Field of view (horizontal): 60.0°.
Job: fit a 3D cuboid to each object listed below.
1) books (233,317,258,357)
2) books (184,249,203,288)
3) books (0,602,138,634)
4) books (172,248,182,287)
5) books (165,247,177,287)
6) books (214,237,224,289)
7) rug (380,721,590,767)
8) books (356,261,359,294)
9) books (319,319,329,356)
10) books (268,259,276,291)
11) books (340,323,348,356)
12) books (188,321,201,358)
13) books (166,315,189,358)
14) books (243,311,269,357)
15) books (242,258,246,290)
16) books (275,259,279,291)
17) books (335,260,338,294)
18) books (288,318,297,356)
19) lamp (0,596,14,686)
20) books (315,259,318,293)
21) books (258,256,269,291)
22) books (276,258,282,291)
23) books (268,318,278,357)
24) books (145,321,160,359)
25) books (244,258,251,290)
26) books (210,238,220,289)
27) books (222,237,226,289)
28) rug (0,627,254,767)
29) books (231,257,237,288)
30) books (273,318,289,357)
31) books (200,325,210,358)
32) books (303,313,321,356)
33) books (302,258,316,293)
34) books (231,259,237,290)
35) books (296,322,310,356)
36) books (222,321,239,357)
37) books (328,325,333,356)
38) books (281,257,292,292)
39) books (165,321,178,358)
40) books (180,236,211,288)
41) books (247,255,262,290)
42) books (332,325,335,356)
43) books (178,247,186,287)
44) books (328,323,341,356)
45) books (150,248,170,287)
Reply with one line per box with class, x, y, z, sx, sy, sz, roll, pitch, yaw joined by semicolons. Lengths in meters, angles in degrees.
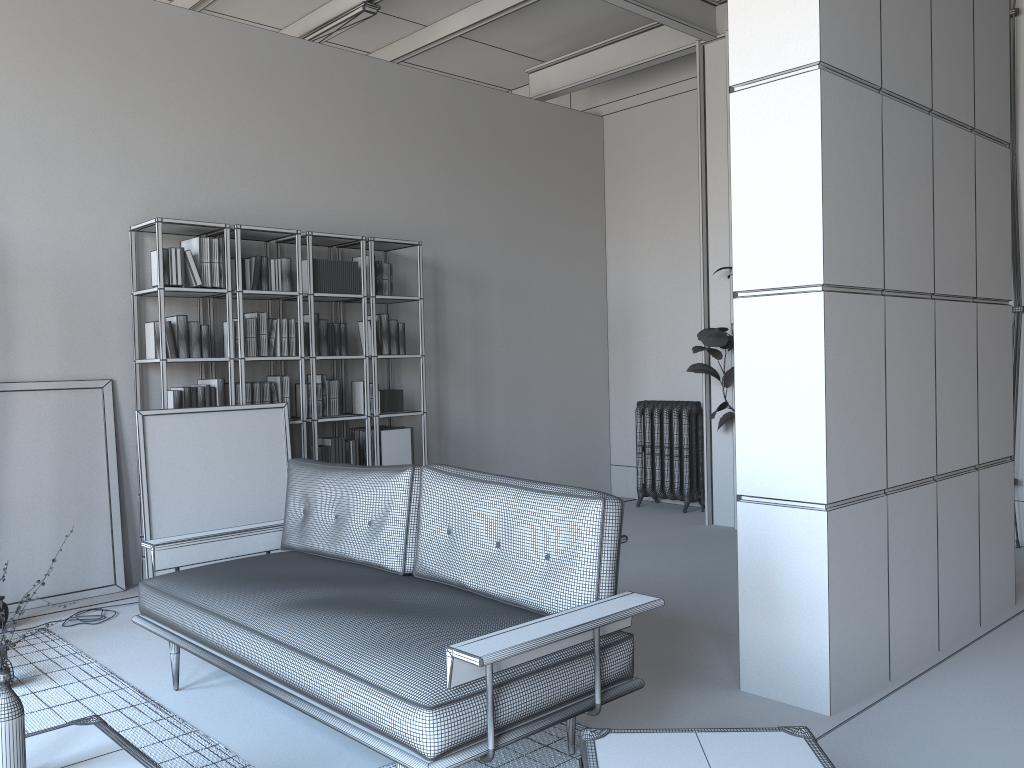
books;-1.755;-0.301;5.814;0.091;0.265;0.193;-3;2;-43
books;-2.003;-0.707;5.478;0.107;0.229;0.184;-3;2;-43
books;-2.563;0.242;4.390;0.264;2.162;2.306;-1;2;25
books;-2.069;-0.707;5.417;0.032;0.231;0.179;-3;2;-43
books;-2.092;-0.706;5.395;0.032;0.231;0.179;-3;2;-43
books;-1.916;-0.761;5.656;0.027;0.326;0.272;-3;2;-43
rug;0.233;1.308;1.897;1.961;0.007;2.524;-3;2;-43
books;-1.146;-0.745;6.303;0.016;0.240;0.182;-3;2;-43
books;-1.382;-0.320;6.269;0.091;0.266;0.195;-3;2;-43
books;-1.648;-0.715;5.944;0.035;0.229;0.196;-3;2;-43
books;-1.256;-0.315;6.399;0.057;0.244;0.180;-3;2;-43
books;-2.040;-0.271;5.610;0.083;0.242;0.178;-3;2;-43
books;-2.088;-0.287;5.540;0.065;0.278;0.204;-3;2;-43
books;-1.703;-0.325;5.890;0.071;0.303;0.222;-3;2;-43
books;-1.794;-0.705;5.807;0.019;0.224;0.168;-3;2;-43
books;-1.626;-0.717;5.964;0.023;0.232;0.187;-3;2;-43
books;-1.272;-0.739;6.185;0.016;0.240;0.182;-3;2;-43
books;-1.543;-0.311;6.028;0.062;0.265;0.193;-3;2;-43
lamp;-3.014;0.262;3.964;1.284;2.144;1.194;-2;2;-31
books;-1.387;-0.734;6.078;0.016;0.240;0.182;-3;2;-43
books;-1.683;-0.722;5.913;0.057;0.242;0.178;-3;2;-43
books;-1.608;-0.721;5.981;0.027;0.238;0.180;-3;2;-43
books;-1.649;-0.305;5.942;0.084;0.267;0.193;-3;2;-42
books;-2.197;-0.264;5.462;0.057;0.242;0.178;-3;2;-43
books;-1.773;-0.706;5.827;0.039;0.222;0.161;-3;2;-43
books;-1.958;-0.758;5.638;0.056;0.315;0.317;-3;2;-43
books;-1.898;-0.762;5.688;0.033;0.326;0.303;-3;2;-43
rug;-2.346;1.338;3.147;1.961;0.007;2.524;-3;2;-43
books;-1.825;-0.710;5.793;0.029;0.231;0.173;-3;2;-43
books;-1.582;-0.309;5.975;0.062;0.265;0.193;-3;2;-43
books;-1.983;-0.264;5.659;0.052;0.223;0.164;-3;2;-43
books;-1.409;-0.338;6.196;0.038;0.304;0.224;-3;2;-43
books;-1.398;-0.733;6.067;0.016;0.240;0.182;-3;2;-43
books;-1.846;-0.698;5.759;0.043;0.213;0.154;-3;2;-43
books;-1.479;-0.304;6.190;0.057;0.244;0.180;-3;2;-43
books;-1.816;-0.287;5.760;0.057;0.244;0.178;-3;2;-43
books;-1.324;-0.301;6.290;0.022;0.227;0.165;-3;2;-43
books;-1.569;-0.728;6.020;0.083;0.242;0.178;-3;2;-43
books;-2.136;-0.265;5.493;0.077;0.244;0.178;-3;2;-42
books;-2.003;-0.755;5.596;0.068;0.318;0.319;-3;2;-43
books;-1.718;-0.719;5.854;0.077;0.244;0.178;-3;2;-44
books;-1.308;-0.302;6.306;0.022;0.227;0.165;-3;2;-43
books;-2.049;-0.710;5.435;0.022;0.236;0.186;-3;2;-43
books;-1.292;-0.313;6.350;0.057;0.244;0.180;-3;2;-43
books;-2.130;-0.702;5.372;0.052;0.223;0.164;-3;2;-43
